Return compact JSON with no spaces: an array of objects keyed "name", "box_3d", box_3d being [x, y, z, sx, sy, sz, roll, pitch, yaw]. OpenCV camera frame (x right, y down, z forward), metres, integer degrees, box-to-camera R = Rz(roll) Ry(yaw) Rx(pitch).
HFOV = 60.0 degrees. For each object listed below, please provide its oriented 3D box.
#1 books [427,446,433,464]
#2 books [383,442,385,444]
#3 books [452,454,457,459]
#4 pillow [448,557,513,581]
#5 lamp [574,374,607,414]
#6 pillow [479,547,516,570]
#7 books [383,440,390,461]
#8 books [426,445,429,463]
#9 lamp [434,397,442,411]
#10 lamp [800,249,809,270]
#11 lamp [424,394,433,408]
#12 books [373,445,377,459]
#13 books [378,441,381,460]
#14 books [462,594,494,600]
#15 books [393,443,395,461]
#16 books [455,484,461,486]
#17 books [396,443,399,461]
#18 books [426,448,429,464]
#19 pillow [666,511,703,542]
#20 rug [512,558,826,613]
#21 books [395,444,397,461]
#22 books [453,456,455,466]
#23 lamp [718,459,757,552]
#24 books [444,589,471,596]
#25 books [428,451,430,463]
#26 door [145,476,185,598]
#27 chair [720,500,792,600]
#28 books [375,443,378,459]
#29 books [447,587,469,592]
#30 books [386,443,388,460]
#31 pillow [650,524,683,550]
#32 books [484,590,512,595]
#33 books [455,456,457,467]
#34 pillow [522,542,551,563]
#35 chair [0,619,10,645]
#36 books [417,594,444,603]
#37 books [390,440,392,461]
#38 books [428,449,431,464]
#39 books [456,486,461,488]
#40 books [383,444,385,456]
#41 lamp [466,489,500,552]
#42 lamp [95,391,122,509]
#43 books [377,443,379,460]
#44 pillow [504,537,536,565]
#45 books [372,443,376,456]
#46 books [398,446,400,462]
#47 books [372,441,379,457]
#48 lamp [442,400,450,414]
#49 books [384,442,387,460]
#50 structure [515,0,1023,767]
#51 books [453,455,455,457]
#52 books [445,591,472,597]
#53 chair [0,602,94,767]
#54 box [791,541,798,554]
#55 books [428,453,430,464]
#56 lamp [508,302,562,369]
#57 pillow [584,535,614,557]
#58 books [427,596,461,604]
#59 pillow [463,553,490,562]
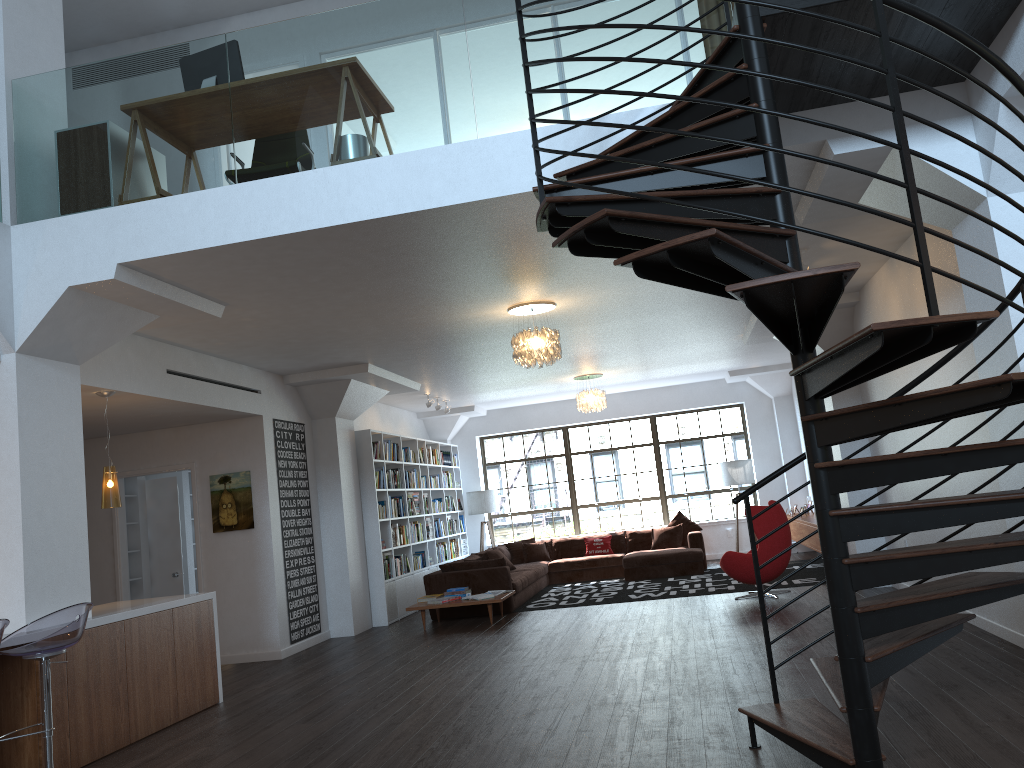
[{"name":"books","box_3d":[-1.344,1.132,13.888,0.176,0.290,0.053,-8,-8,10]},{"name":"books","box_3d":[-1.753,0.899,11.666,0.159,0.248,0.089,-8,-8,10]},{"name":"books","box_3d":[-1.031,1.339,15.444,0.140,0.231,0.042,-8,-8,10]},{"name":"pillow","box_3d":[-0.387,2.364,11.046,0.750,0.364,0.289,-8,-8,9]},{"name":"lamp","box_3d":[1.136,0.153,12.830,0.442,0.539,0.441,-1,-10,-37]},{"name":"pillow","box_3d":[-0.220,2.554,12.728,0.325,0.391,0.625,-10,-9,26]},{"name":"books","box_3d":[-1.723,0.898,11.849,0.176,0.293,0.125,-8,-8,10]},{"name":"books","box_3d":[-1.364,1.101,13.671,0.140,0.298,0.044,-8,-8,10]},{"name":"lamp","box_3d":[-1.110,0.302,13.312,0.120,0.211,0.111,-2,-9,-31]},{"name":"lamp","box_3d":[2.278,-0.952,6.981,0.120,0.211,0.111,-4,-8,-16]},{"name":"lamp","box_3d":[-1.203,0.245,12.818,0.111,0.211,0.120,-14,-11,43]},{"name":"books","box_3d":[-1.822,0.874,11.300,0.167,0.210,0.162,-8,-8,10]},{"name":"books","box_3d":[-1.789,0.871,11.471,0.170,0.251,0.118,-8,-8,10]},{"name":"books","box_3d":[-0.390,2.423,10.100,0.231,0.040,0.342,0,-10,-40]},{"name":"books","box_3d":[-1.678,0.934,12.007,0.182,0.253,0.098,-8,-8,10]},{"name":"books","box_3d":[-1.054,1.751,15.212,0.284,0.033,0.197,-10,-9,25]},{"name":"books","box_3d":[-1.648,0.954,12.193,0.182,0.255,0.077,-8,-8,10]},{"name":"books","box_3d":[-1.388,1.122,13.621,0.189,0.247,0.057,-8,-8,10]},{"name":"pillow","box_3d":[2.633,2.297,13.971,0.651,0.587,0.335,-5,-8,-11]},{"name":"rug","box_3d":[2.268,2.641,11.787,4.200,0.007,3.100,-8,-8,11]},{"name":"books","box_3d":[-1.665,0.948,12.092,0.174,0.243,0.085,-8,-8,10]},{"name":"books","box_3d":[-1.063,1.342,15.263,0.134,0.184,0.030,-8,-8,10]},{"name":"lamp","box_3d":[3.754,2.041,14.486,0.545,1.579,0.545,-9,-8,21]},{"name":"books","box_3d":[-0.646,2.481,10.567,0.279,0.035,0.191,-9,-8,20]},{"name":"books","box_3d":[-1.365,1.142,13.758,0.159,0.241,0.038,-8,-8,10]},{"name":"door","box_3d":[-4.178,2.129,10.242,0.826,2.032,0.174,-8,-8,10]},{"name":"chair","box_3d":[2.678,1.807,9.736,0.801,1.006,0.798,-12,-9,35]},{"name":"books","box_3d":[-1.803,0.875,11.362,0.161,0.218,0.101,-8,-8,10]},{"name":"books","box_3d":[-0.645,2.449,10.569,0.224,0.027,0.157,-9,-8,15]},{"name":"books","box_3d":[-1.731,0.911,11.759,0.174,0.242,0.105,-8,-8,10]},{"name":"pillow","box_3d":[2.411,2.387,13.833,0.542,0.362,0.248,-11,-9,30]},{"name":"books","box_3d":[-0.175,2.442,10.410,0.256,0.035,0.350,-12,-9,35]},{"name":"books","box_3d":[-1.031,1.354,15.401,0.139,0.191,0.036,-8,-8,10]},{"name":"pillow","box_3d":[0.366,2.685,14.161,0.489,0.337,0.238,-4,-8,-21]},{"name":"chair","box_3d":[-2.602,1.636,4.121,0.481,1.014,0.530,-8,-8,8]},{"name":"books","box_3d":[-0.959,2.547,10.554,0.241,0.045,0.334,-8,-8,11]},{"name":"books","box_3d":[-1.715,0.906,11.911,0.197,0.290,0.136,-8,-8,10]},{"name":"books","box_3d":[-1.354,1.144,13.804,0.171,0.246,0.057,-8,-8,10]},{"name":"books","box_3d":[-1.050,1.784,15.207,0.284,0.035,0.197,-13,-10,39]},{"name":"books","box_3d":[-1.749,0.907,11.633,0.161,0.222,0.084,-8,-8,10]},{"name":"lamp","box_3d":[-0.438,2.635,15.313,0.545,1.579,0.545,-6,-8,-1]},{"name":"lamp","box_3d":[-3.130,0.510,6.880,0.149,0.900,0.149,-1,-9,-35]},{"name":"books","box_3d":[-1.794,0.877,11.396,0.161,0.222,0.084,-8,-8,10]},{"name":"pillow","box_3d":[0.195,2.704,14.290,0.580,0.418,0.334,-4,-8,-17]},{"name":"books","box_3d":[-1.831,0.860,11.210,0.182,0.215,0.188,-8,-8,10]},{"name":"books","box_3d":[-1.643,0.973,12.260,0.167,0.233,0.077,-8,-8,10]},{"name":"books","box_3d":[-1.798,0.868,11.429,0.159,0.248,0.089,-8,-8,10]},{"name":"lamp","box_3d":[-1.014,0.360,13.818,0.120,0.211,0.111,-4,-8,-16]},{"name":"books","box_3d":[-1.744,0.901,11.708,0.170,0.251,0.118,-8,-8,10]},{"name":"structure","box_3d":[1.118,-0.552,3.614,1.998,4.352,1.998,-2,-9,-29]},{"name":"books","box_3d":[-1.049,1.342,15.330,0.127,0.200,0.020,-8,-8,10]},{"name":"books","box_3d":[-0.638,2.515,10.558,0.312,0.037,0.216,-7,-8,0]},{"name":"chair","box_3d":[-2.487,1.707,4.737,0.481,1.014,0.530,-8,-8,12]},{"name":"box","box_3d":[4.507,2.666,14.435,0.228,0.165,0.368,-8,-8,10]},{"name":"books","box_3d":[-1.356,1.152,13.711,0.144,0.207,0.048,-8,-8,10]},{"name":"lamp","box_3d":[0.207,-0.417,7.887,0.442,0.539,0.441,-1,-10,-37]},{"name":"pillow","box_3d":[1.380,2.581,14.127,0.465,0.308,0.220,-7,-8,6]},{"name":"books","box_3d":[-0.781,2.480,10.177,0.236,0.035,0.340,-12,-9,34]},{"name":"pillow","box_3d":[-0.380,2.357,11.318,0.269,0.411,0.559,-1,-9,-34]}]
